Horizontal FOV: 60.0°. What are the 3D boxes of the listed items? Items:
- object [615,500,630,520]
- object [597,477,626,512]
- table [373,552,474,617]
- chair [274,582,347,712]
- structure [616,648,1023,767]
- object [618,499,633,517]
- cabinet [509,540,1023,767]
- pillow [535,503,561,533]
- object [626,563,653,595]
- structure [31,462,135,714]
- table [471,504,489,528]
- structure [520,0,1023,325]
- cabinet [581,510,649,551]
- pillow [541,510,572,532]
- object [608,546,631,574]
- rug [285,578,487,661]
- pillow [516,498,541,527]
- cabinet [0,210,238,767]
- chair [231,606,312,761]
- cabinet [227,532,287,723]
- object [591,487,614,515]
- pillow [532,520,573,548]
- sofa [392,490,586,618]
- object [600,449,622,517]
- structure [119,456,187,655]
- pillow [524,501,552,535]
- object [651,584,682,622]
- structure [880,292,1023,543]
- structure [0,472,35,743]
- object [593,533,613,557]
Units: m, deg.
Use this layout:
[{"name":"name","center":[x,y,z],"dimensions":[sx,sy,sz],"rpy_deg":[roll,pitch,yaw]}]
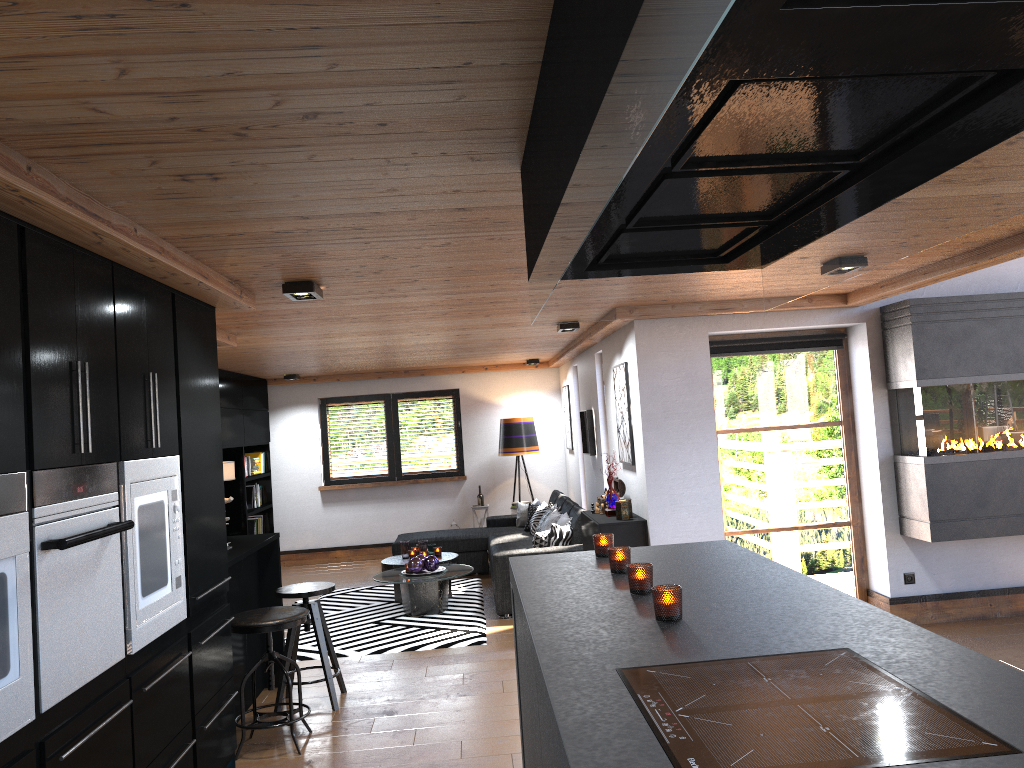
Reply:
[{"name":"object","center":[0.806,0.921,6.469],"dimensions":[0.109,0.135,0.096],"rpy_deg":[-3,-3,-13]},{"name":"object","center":[0.785,0.880,7.072],"dimensions":[0.210,0.270,0.286],"rpy_deg":[-4,-3,-3]},{"name":"table","center":[-0.787,1.848,8.189],"dimensions":[0.897,0.372,1.521],"rpy_deg":[-4,-2,-3]},{"name":"chair","center":[-1.257,1.619,5.471],"dimensions":[0.393,0.721,0.392],"rpy_deg":[-4,-3,-4]},{"name":"structure","center":[0.486,0.580,1.587],"dimensions":[0.505,0.017,0.609],"rpy_deg":[-4,-2,-3]},{"name":"object","center":[0.845,0.924,6.596],"dimensions":[0.107,0.135,0.098],"rpy_deg":[-5,-3,28]},{"name":"cabinet","center":[0.580,1.100,1.136],"dimensions":[0.890,1.104,4.790],"rpy_deg":[-4,-2,-3]},{"name":"pillow","center":[0.374,1.427,8.994],"dimensions":[0.276,0.356,0.726],"rpy_deg":[-4,-3,-3]},{"name":"object","center":[0.385,0.583,2.654],"dimensions":[0.078,0.081,0.080],"rpy_deg":[-6,-4,41]},{"name":"structure","center":[-1.316,0.591,2.775],"dimensions":[0.090,0.673,0.593],"rpy_deg":[-4,-3,-3]},{"name":"table","center":[-0.385,1.844,11.220],"dimensions":[0.227,0.609,0.224],"rpy_deg":[-4,-3,-4]},{"name":"structure","center":[0.471,-0.507,1.036],"dimensions":[0.712,0.476,3.243],"rpy_deg":[-4,-2,-3]},{"name":"cabinet","center":[0.777,1.238,6.775],"dimensions":[0.358,0.468,0.953],"rpy_deg":[-4,-3,-3]},{"name":"pillow","center":[0.417,1.382,8.350],"dimensions":[0.285,0.329,0.723],"rpy_deg":[-3,-3,-13]},{"name":"object","center":[0.368,0.599,3.019],"dimensions":[0.078,0.081,0.080],"rpy_deg":[-6,-4,41]},{"name":"rug","center":[-1.076,2.053,7.978],"dimensions":[1.664,0.020,2.894],"rpy_deg":[-4,-2,-4]},{"name":"pillow","center":[0.211,1.483,10.117],"dimensions":[0.219,0.347,0.562],"rpy_deg":[-3,-3,-23]},{"name":"cabinet","center":[-1.495,0.603,1.144],"dimensions":[0.544,2.382,6.416],"rpy_deg":[-4,-2,-3]},{"name":"chair","center":[-1.296,1.594,4.763],"dimensions":[0.441,0.717,0.441],"rpy_deg":[-4,-3,0]},{"name":"cabinet","center":[-1.704,1.479,5.110],"dimensions":[0.430,1.010,1.622],"rpy_deg":[-4,-3,-3]},{"name":"object","center":[0.720,0.918,7.012],"dimensions":[0.202,0.197,0.356],"rpy_deg":[-4,-3,8]},{"name":"pillow","center":[0.382,1.384,7.818],"dimensions":[0.542,0.346,0.296],"rpy_deg":[-2,-4,-43]},{"name":"sofa","center":[-0.235,1.632,8.949],"dimensions":[2.092,0.819,3.082],"rpy_deg":[-4,-2,-3]},{"name":"object","center":[0.769,0.751,6.765],"dimensions":[0.152,0.505,0.324],"rpy_deg":[-4,-3,-4]},{"name":"structure","center":[-1.358,0.621,3.398],"dimensions":[0.039,0.672,0.592],"rpy_deg":[-4,-3,-3]},{"name":"pillow","center":[0.310,1.461,9.621],"dimensions":[0.312,0.364,0.665],"rpy_deg":[-3,-3,-8]},{"name":"object","center":[0.402,0.566,2.289],"dimensions":[0.078,0.081,0.080],"rpy_deg":[-6,-4,41]},{"name":"structure","center":[3.466,0.204,6.258],"dimensions":[1.447,1.650,0.432],"rpy_deg":[-4,-3,-4]},{"name":"structure","center":[-1.462,0.573,2.103],"dimensions":[0.383,0.673,0.598],"rpy_deg":[-4,-3,-3]},{"name":"object","center":[0.350,0.616,3.383],"dimensions":[0.078,0.081,0.080],"rpy_deg":[-6,-4,41]}]
